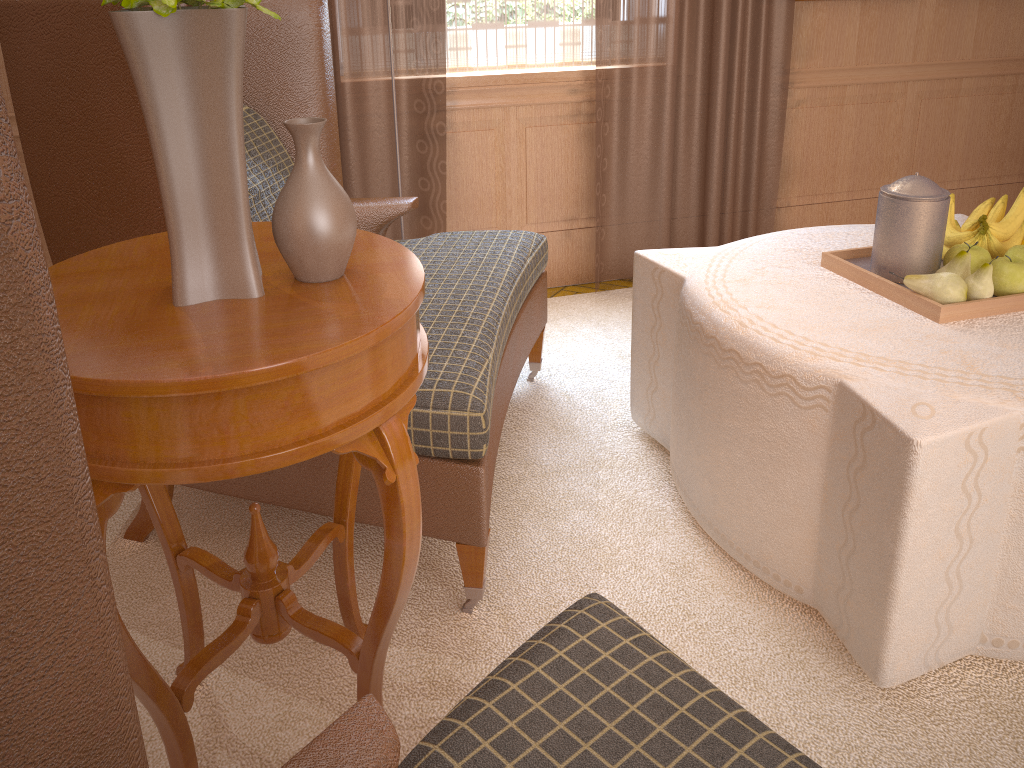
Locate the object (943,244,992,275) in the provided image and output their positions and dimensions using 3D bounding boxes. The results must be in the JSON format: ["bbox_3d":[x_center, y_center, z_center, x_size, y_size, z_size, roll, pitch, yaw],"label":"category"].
[{"bbox_3d":[1.660,-0.437,3.212,0.156,0.130,0.165,-6,24,-11],"label":"object"}]

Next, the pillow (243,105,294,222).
[{"bbox_3d":[-1.237,-0.725,3.584,0.538,0.680,1.118,2,24,8],"label":"pillow"}]

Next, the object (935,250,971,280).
[{"bbox_3d":[1.554,-0.384,3.099,0.130,0.189,0.135,6,23,18],"label":"object"}]

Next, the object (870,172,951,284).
[{"bbox_3d":[1.465,-0.586,3.237,0.238,0.377,0.240,16,27,37],"label":"object"}]

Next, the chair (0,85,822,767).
[{"bbox_3d":[0.173,0.810,0.615,1.754,1.899,1.952,-20,29,-38],"label":"chair"}]

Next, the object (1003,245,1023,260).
[{"bbox_3d":[1.851,-0.420,3.157,0.170,0.141,0.178,11,26,27],"label":"object"}]

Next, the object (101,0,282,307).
[{"bbox_3d":[-0.653,-0.718,1.813,0.527,1.048,0.472,-8,22,-17],"label":"object"}]

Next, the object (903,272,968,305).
[{"bbox_3d":[1.442,-0.316,2.987,0.194,0.123,0.138,0,23,3],"label":"object"}]

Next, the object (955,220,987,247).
[{"bbox_3d":[1.761,-0.574,3.429,0.062,0.175,0.410,3,25,11],"label":"object"}]

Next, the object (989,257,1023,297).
[{"bbox_3d":[1.725,-0.368,3.062,0.156,0.130,0.165,-6,24,-11],"label":"object"}]

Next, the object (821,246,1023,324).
[{"bbox_3d":[1.695,-0.416,3.289,0.803,0.058,0.663,-8,26,-15],"label":"object"}]

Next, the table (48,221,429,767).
[{"bbox_3d":[-0.652,0.387,2.233,0.926,1.320,1.080,-5,22,-8],"label":"table"}]

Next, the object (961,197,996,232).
[{"bbox_3d":[1.810,-0.647,3.427,0.092,0.123,0.421,11,28,29],"label":"object"}]

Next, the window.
[{"bbox_3d":[-0.118,-3.561,5.290,2.443,3.251,0.877,-8,21,-16],"label":"window"}]

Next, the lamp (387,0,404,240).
[{"bbox_3d":[-0.424,-0.929,4.290,0.637,1.950,0.579,13,24,33],"label":"lamp"}]

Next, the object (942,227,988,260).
[{"bbox_3d":[1.697,-0.571,3.423,0.071,0.178,0.409,-2,24,-2],"label":"object"}]

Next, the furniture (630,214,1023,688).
[{"bbox_3d":[1.627,0.031,3.422,1.960,0.866,2.023,-9,26,-18],"label":"furniture"}]

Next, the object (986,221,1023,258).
[{"bbox_3d":[1.896,-0.564,3.356,0.404,0.166,0.074,-21,29,-37],"label":"object"}]

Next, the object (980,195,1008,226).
[{"bbox_3d":[1.831,-0.613,3.391,0.066,0.165,0.386,15,29,36],"label":"object"}]

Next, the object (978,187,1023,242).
[{"bbox_3d":[1.888,-0.639,3.342,0.411,0.163,0.072,-21,28,-37],"label":"object"}]

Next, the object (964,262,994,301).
[{"bbox_3d":[1.583,-0.347,2.986,0.098,0.142,0.101,6,23,18],"label":"object"}]

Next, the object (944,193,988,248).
[{"bbox_3d":[1.711,-0.619,3.408,0.104,0.153,0.391,1,25,6],"label":"object"}]

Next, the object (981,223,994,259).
[{"bbox_3d":[1.849,-0.566,3.392,0.063,0.192,0.396,14,28,35],"label":"object"}]

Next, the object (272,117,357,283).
[{"bbox_3d":[-0.448,-0.413,1.980,0.186,0.344,0.193,5,22,16],"label":"object"}]

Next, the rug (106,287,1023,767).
[{"bbox_3d":[1.164,1.143,2.113,6.018,0.019,8.263,-8,26,-15],"label":"rug"}]

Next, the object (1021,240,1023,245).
[{"bbox_3d":[2.010,-0.508,3.388,0.115,0.128,0.111,11,25,28],"label":"object"}]

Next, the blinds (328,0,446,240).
[{"bbox_3d":[-1.073,-2.562,4.710,1.433,4.618,0.276,-7,21,-15],"label":"blinds"}]

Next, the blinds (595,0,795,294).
[{"bbox_3d":[1.148,-2.906,5.340,1.454,4.608,0.276,-8,21,-17],"label":"blinds"}]

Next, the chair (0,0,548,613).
[{"bbox_3d":[-0.802,-0.558,3.573,1.721,1.899,1.989,2,23,8],"label":"chair"}]
